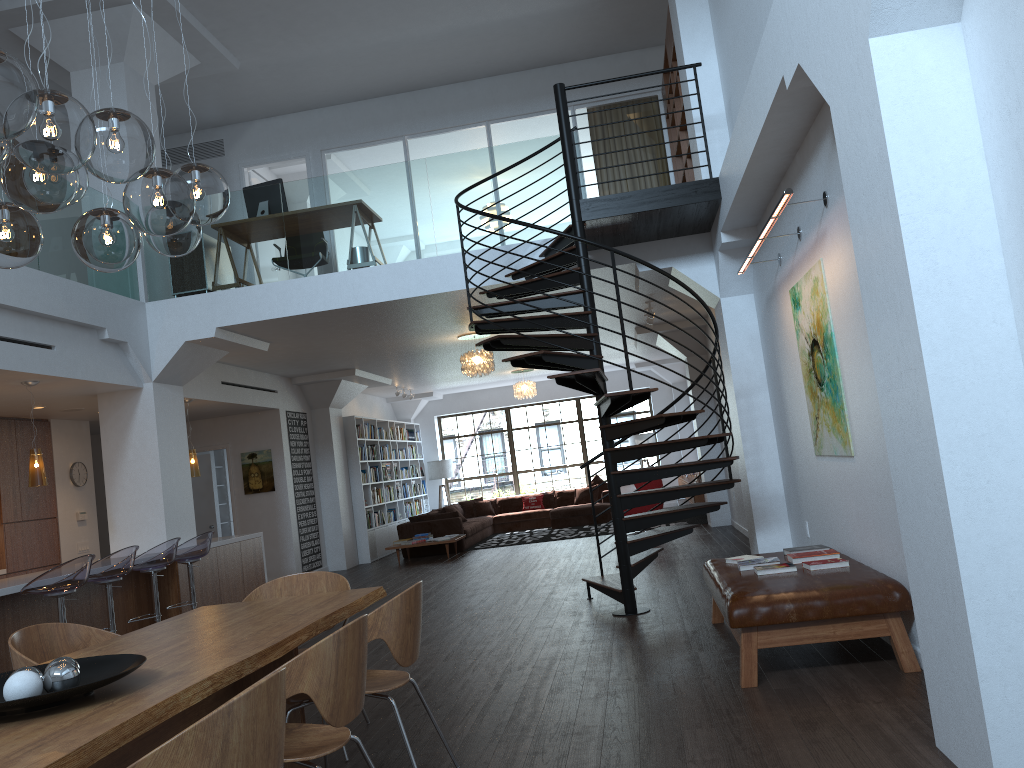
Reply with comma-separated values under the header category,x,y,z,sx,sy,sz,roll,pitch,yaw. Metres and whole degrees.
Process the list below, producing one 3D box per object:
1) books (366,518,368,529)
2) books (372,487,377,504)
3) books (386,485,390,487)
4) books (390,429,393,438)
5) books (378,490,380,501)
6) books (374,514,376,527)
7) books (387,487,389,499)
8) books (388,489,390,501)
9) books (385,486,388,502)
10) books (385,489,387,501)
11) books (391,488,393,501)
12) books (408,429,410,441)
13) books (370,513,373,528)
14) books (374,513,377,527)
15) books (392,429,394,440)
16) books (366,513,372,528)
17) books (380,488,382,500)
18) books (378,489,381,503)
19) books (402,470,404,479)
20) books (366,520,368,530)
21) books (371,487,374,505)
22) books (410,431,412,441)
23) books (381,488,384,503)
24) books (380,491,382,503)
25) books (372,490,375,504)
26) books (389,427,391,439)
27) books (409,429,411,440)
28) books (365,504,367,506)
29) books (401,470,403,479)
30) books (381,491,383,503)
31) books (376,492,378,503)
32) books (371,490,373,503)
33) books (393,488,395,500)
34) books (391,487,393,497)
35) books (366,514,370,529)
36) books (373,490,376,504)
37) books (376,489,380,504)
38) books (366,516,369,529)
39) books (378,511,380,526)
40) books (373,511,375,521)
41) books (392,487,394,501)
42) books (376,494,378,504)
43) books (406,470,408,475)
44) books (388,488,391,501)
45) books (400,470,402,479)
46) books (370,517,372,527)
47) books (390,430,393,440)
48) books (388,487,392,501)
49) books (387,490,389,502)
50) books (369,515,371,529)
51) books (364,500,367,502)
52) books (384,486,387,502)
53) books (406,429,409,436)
category,x,y,z,sx,sy,sz,roll,pitch,yaw
books,-2.469,2.277,14.589,0.160,0.251,0.031,-8,-5,7
books,-2.427,1.934,15.304,0.176,0.290,0.053,-8,-5,7
books,-2.298,2.002,16.207,0.176,0.290,0.036,-8,-5,7
books,-2.354,0.976,16.845,0.161,0.207,0.130,-8,-5,7
books,-2.400,1.977,15.472,0.168,0.231,0.037,-8,-5,7
books,-2.394,2.324,15.053,0.161,0.223,0.032,-8,-5,7
books,-2.315,2.005,16.011,0.183,0.253,0.034,-8,-5,7
books,-2.312,2.012,16.056,0.171,0.246,0.057,-8,-5,7
books,-2.333,1.981,15.938,0.176,0.290,0.053,-8,-5,7
books,-2.332,1.995,15.871,0.160,0.250,0.026,-8,-5,7
books,-2.288,2.021,16.253,0.180,0.259,0.060,-8,-5,7
books,-2.193,1.052,18.164,0.183,0.253,0.042,-8,-5,7
books,-2.432,2.296,14.855,0.180,0.251,0.048,-8,-5,7
books,-2.399,2.325,15.098,0.176,0.231,0.053,-8,-5,7
books,-2.342,0.976,16.956,0.161,0.223,0.032,-8,-5,7
books,-2.444,2.289,14.774,0.183,0.253,0.042,-8,-5,7
books,-2.384,1.973,15.573,0.183,0.253,0.034,-8,-5,7
books,-2.393,1.968,15.508,0.183,0.253,0.034,-8,-5,7
books,-2.176,1.769,17.248,0.120,0.167,0.019,-8,-5,7
books,-2.485,2.258,14.552,0.198,0.284,0.049,-8,-5,7
books,-2.436,1.911,15.085,0.140,0.298,0.044,-8,-5,7
books,-2.175,1.062,18.294,0.183,0.253,0.042,-8,-5,7
books,-2.366,1.979,15.675,0.183,0.253,0.034,-8,-5,7
books,-2.385,1.970,15.540,0.183,0.253,0.034,-8,-5,7
books,-2.442,1.949,15.173,0.159,0.241,0.038,-8,-5,7
books,-2.383,0.943,16.708,0.183,0.253,0.042,-8,-5,7
books,-2.184,1.059,18.251,0.183,0.253,0.042,-8,-5,7
books,-2.513,2.020,14.708,0.197,0.035,0.284,-7,-5,-3
books,-2.187,1.763,17.196,0.109,0.171,0.017,-8,-5,7
books,-2.373,1.979,15.646,0.160,0.250,0.026,-8,-5,7
books,-2.430,1.967,15.378,0.174,0.240,0.045,-8,-5,7
books,-2.458,1.935,15.035,0.189,0.247,0.057,-8,-5,7
books,-2.258,2.051,16.421,0.161,0.223,0.026,-8,-5,7
books,-2.279,2.028,16.294,0.160,0.250,0.026,-8,-5,7
books,-2.448,2.286,14.661,0.174,0.240,0.054,-8,-5,7
books,-2.433,1.950,15.219,0.171,0.246,0.057,-8,-5,7
books,-2.402,1.965,15.426,0.171,0.246,0.057,-8,-5,7
books,-2.454,2.291,14.617,0.161,0.223,0.032,-8,-5,7
books,-2.370,2.331,15.282,0.171,0.246,0.039,-8,-5,7
books,-2.425,2.291,14.988,0.198,0.284,0.049,-8,-5,7
books,-2.281,2.032,16.351,0.183,0.253,0.034,-8,-5,7
books,-2.416,1.970,15.340,0.161,0.223,0.026,-8,-5,7
books,-2.126,1.797,17.611,0.120,0.167,0.020,-8,-5,7
books,-2.307,2.022,16.132,0.174,0.240,0.045,-8,-5,7
books,-2.201,1.753,17.109,0.128,0.178,0.021,-8,-5,7
books,-2.435,2.307,14.809,0.161,0.223,0.033,-8,-5,7
books,-2.371,0.959,16.793,0.174,0.236,0.136,-8,-5,7
books,-2.292,2.017,16.170,0.183,0.253,0.034,-8,-5,7
books,-2.324,2.003,15.978,0.183,0.253,0.034,-8,-5,7
books,-2.433,2.300,14.734,0.161,0.223,0.032,-8,-5,7
books,-2.524,1.953,14.709,0.174,0.032,0.254,-7,-5,2
books,-2.355,1.977,15.829,0.198,0.284,0.066,-8,-5,7
books,-2.205,1.050,18.122,0.183,0.253,0.042,-8,-5,7
